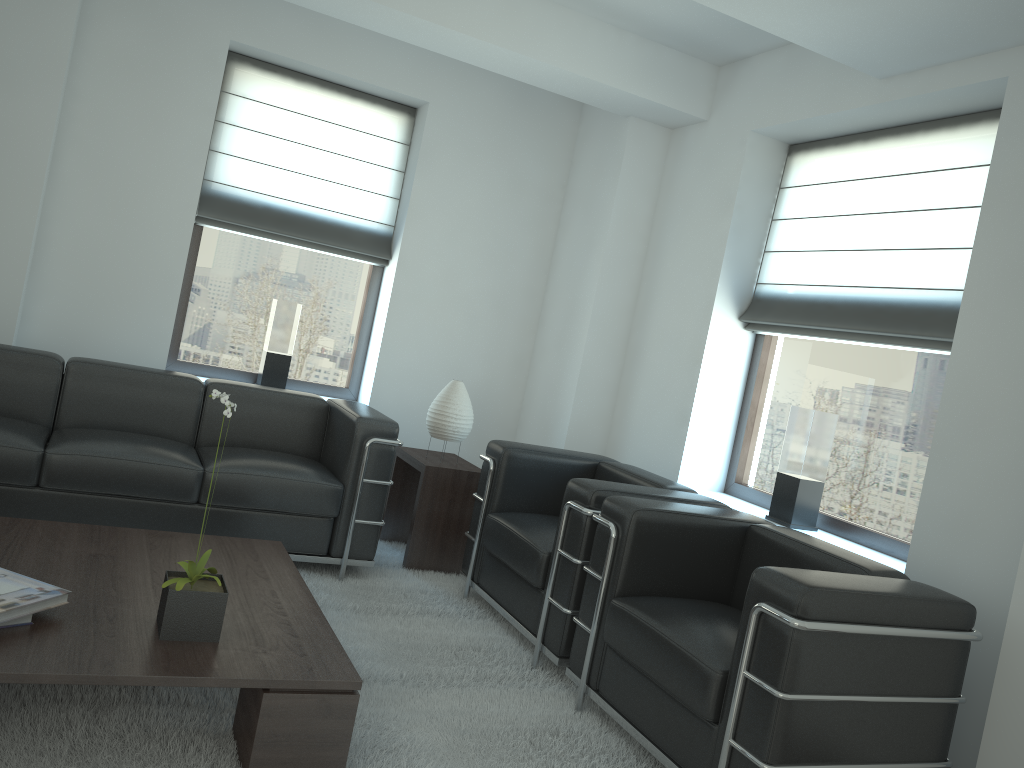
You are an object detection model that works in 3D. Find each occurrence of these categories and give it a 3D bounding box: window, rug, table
[{"bbox_3d":[-1.940,-1.323,7.845,1.696,2.731,0.146,11,1,-25],"label":"window"},{"bbox_3d":[-1.770,1.294,4.481,6.238,0.110,5.185,10,3,-25],"label":"rug"},{"bbox_3d":[-0.651,1.013,7.085,0.525,0.844,0.788,11,2,-25],"label":"table"},{"bbox_3d":[2.408,-0.350,5.925,0.145,2.731,2.138,11,2,-25],"label":"window"},{"bbox_3d":[-1.879,1.104,3.947,1.931,0.441,1.927,10,3,-25],"label":"table"}]

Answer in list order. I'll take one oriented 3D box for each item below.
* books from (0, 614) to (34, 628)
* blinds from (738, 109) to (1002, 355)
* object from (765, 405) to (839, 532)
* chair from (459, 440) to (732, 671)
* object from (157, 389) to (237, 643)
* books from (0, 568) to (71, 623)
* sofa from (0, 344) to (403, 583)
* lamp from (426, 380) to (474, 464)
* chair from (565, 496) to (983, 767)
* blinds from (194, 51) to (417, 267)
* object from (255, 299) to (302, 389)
[{"bbox_3d":[-2.155,0.827,3.359,0.520,0.045,0.445,13,3,36],"label":"books"},{"bbox_3d":[2.384,-0.992,5.844,0.222,1.475,2.129,11,2,-25],"label":"blinds"},{"bbox_3d":[1.919,0.552,5.847,0.238,0.776,0.244,11,1,-25],"label":"object"},{"bbox_3d":[0.465,1.121,5.880,1.121,1.170,1.651,11,2,-25],"label":"chair"},{"bbox_3d":[-1.246,0.517,3.626,0.252,0.991,0.336,11,1,-25],"label":"object"},{"bbox_3d":[-2.067,0.796,3.401,0.519,0.045,0.445,12,3,16],"label":"books"},{"bbox_3d":[-2.590,0.499,5.912,3.468,1.170,1.127,10,2,-25],"label":"sofa"},{"bbox_3d":[-0.492,0.287,7.014,0.374,0.654,0.374,12,1,5],"label":"lamp"},{"bbox_3d":[1.138,1.329,4.344,1.121,1.170,1.651,11,2,-25],"label":"chair"},{"bbox_3d":[-1.744,-1.917,7.693,1.682,1.476,0.223,11,1,-25],"label":"blinds"},{"bbox_3d":[-2.013,-0.331,7.655,0.238,0.776,0.244,11,1,-25],"label":"object"}]
